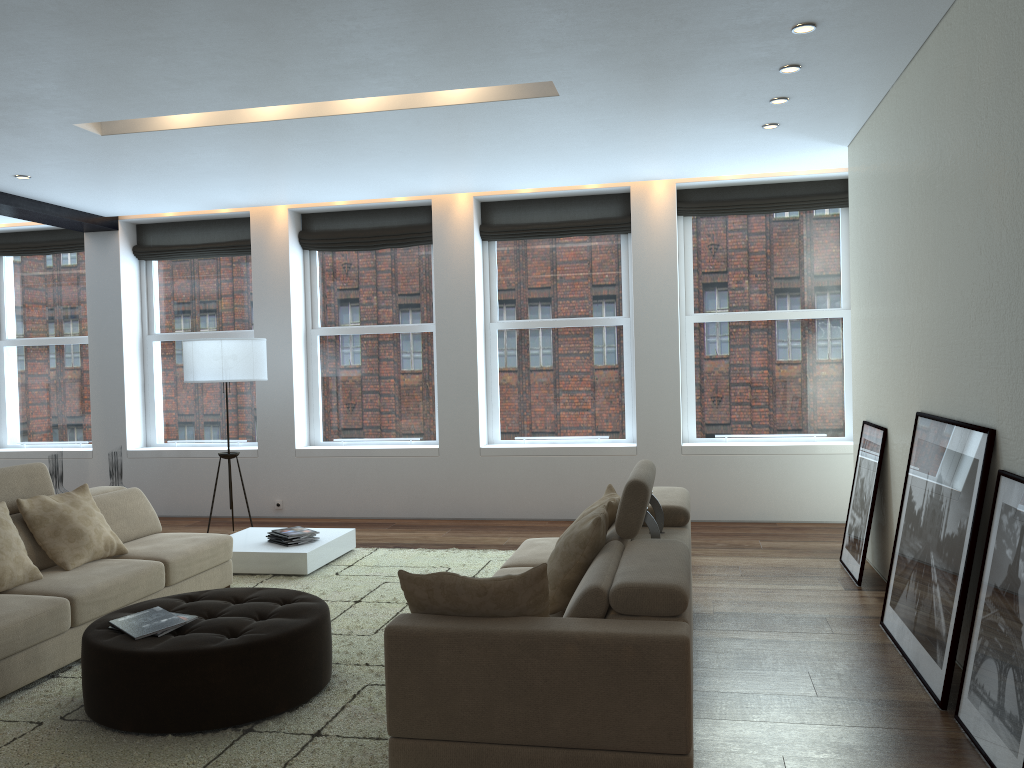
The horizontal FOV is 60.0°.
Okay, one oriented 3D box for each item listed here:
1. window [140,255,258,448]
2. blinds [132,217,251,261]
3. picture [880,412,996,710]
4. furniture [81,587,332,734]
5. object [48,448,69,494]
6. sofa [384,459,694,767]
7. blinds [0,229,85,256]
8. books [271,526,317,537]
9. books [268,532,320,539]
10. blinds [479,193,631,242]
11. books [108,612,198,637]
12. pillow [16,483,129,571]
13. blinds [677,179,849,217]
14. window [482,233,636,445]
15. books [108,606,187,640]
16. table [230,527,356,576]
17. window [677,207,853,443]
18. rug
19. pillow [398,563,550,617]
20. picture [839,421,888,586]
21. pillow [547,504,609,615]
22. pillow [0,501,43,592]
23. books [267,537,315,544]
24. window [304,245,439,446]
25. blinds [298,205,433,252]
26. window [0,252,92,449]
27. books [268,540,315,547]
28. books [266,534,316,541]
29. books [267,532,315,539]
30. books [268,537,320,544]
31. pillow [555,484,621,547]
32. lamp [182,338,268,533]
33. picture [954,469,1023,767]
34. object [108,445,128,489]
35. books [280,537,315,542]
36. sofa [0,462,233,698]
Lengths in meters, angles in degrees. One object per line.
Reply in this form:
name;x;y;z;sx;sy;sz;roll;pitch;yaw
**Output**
window;-3.156;-0.474;9.143;1.432;2.400;0.123;-1;1;11
blinds;-3.199;-1.486;9.044;1.431;0.395;0.183;-1;1;11
picture;1.945;0.734;4.132;0.225;1.140;1.183;-1;1;11
furniture;-1.349;1.200;3.989;1.057;0.355;1.057;-1;1;13
object;-4.230;0.986;8.243;0.458;0.781;0.458;-1;1;11
sofa;0.309;0.874;4.105;1.021;0.950;2.581;-1;1;11
blinds;-4.973;-1.507;9.418;1.396;0.275;0.156;-1;1;11
books;-1.602;1.083;6.515;0.220;0.010;0.300;-3;2;-39
books;-1.601;1.103;6.515;0.300;0.010;0.220;-1;1;26
blinds;0.409;-1.567;8.327;1.442;0.393;0.156;-1;1;11
books;-1.548;1.031;3.829;0.300;0.031;0.219;-1;1;26
pillow;-2.509;0.809;5.051;0.368;0.416;0.519;-1;1;16
blinds;2.273;-1.663;7.948;1.563;0.275;0.156;-1;1;11
window;0.448;-0.554;8.412;1.443;2.400;0.123;-1;1;11
books;-1.567;1.025;3.810;0.220;0.040;0.301;-3;2;-44
table;-1.759;1.243;6.623;0.900;0.170;0.900;-1;1;11
window;2.312;-0.596;8.034;1.563;2.400;0.123;-1;1;11
rug;-1.192;1.362;4.862;2.972;0.020;4.231;-1;1;11
pillow;-0.114;0.800;3.153;0.518;0.393;0.395;-1;1;8
picture;2.310;0.759;5.850;0.195;0.988;0.700;-1;1;11
pillow;0.269;0.752;3.850;0.301;0.439;0.534;-1;1;8
pillow;-2.645;0.816;4.442;0.301;0.439;0.534;-1;1;15
books;-1.619;1.132;6.499;0.220;0.010;0.300;-3;2;-44
window;-1.357;-0.514;8.778;1.442;2.400;0.123;-1;1;11
blinds;-1.394;-1.520;8.693;1.439;0.424;0.156;-1;1;11
window;-4.931;-0.435;9.503;1.391;2.400;0.123;-1;1;11
books;-1.618;1.152;6.499;0.220;0.010;0.300;-3;2;-44
books;-1.620;1.113;6.498;0.300;0.010;0.220;-1;2;36
books;-1.620;1.094;6.498;0.220;0.010;0.300;-3;2;-44
books;-1.600;1.141;6.516;0.300;0.010;0.220;-1;2;31
pillow;0.381;0.745;4.465;0.368;0.416;0.519;-1;1;7
lamp;-2.486;0.473;7.770;0.698;1.728;0.698;-1;2;35
picture;1.758;0.836;3.131;0.195;0.988;0.700;-1;1;11
object;-3.730;0.970;8.363;0.458;0.781;0.458;-1;1;11
books;-1.601;1.122;6.516;0.220;0.010;0.300;-2;1;-29
sofa;-2.578;0.938;4.691;1.021;0.950;2.581;-1;1;11
